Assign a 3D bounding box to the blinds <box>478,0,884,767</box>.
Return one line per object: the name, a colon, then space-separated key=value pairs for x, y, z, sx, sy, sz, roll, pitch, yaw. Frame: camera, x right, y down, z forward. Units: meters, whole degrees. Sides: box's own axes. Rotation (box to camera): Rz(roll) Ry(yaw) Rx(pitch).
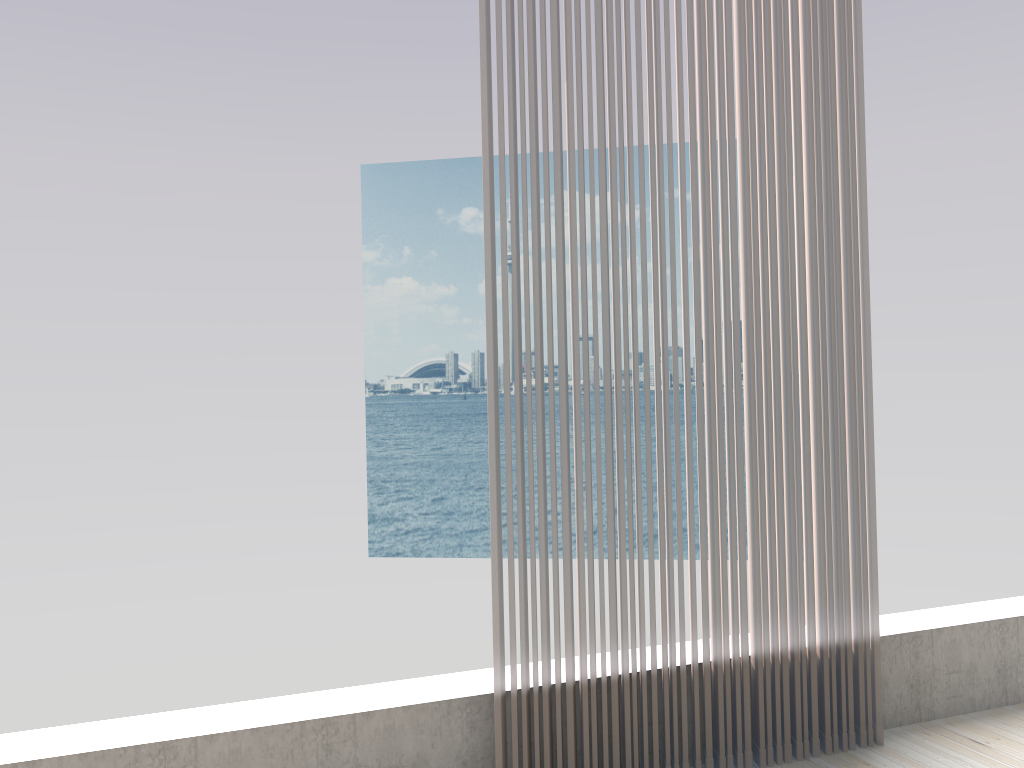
blinds: x=0.455 y=-0.392 z=2.248 sx=1.133 sy=2.744 sz=0.069 roll=-1 pitch=-1 yaw=-20
